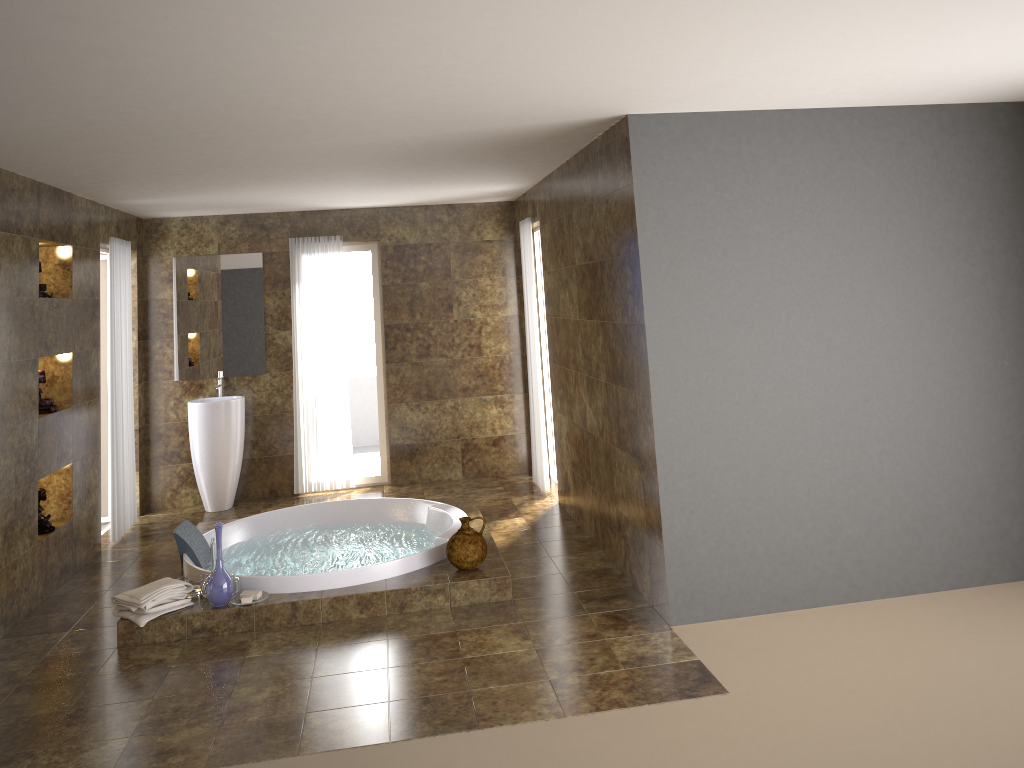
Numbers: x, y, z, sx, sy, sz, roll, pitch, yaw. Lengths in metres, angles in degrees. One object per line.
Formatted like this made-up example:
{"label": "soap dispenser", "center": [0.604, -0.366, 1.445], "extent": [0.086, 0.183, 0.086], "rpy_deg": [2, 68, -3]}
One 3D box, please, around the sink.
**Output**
{"label": "sink", "center": [-2.490, 0.479, 7.295], "extent": [0.459, 1.149, 0.428], "rpy_deg": [-3, -5, -6]}

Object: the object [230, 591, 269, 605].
{"label": "object", "center": [-1.369, 1.124, 4.514], "extent": [0.191, 0.019, 0.188], "rpy_deg": [-6, 6, -20]}

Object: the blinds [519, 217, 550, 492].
{"label": "blinds", "center": [0.169, -0.280, 7.341], "extent": [0.069, 2.303, 0.474], "rpy_deg": [-3, -7, -9]}

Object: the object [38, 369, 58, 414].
{"label": "object", "center": [-2.969, 0.042, 5.458], "extent": [0.175, 0.288, 0.109], "rpy_deg": [-3, -5, -9]}

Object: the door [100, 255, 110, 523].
{"label": "door", "center": [-3.789, 0.056, 7.074], "extent": [0.964, 2.253, 0.039], "rpy_deg": [-2, -7, -19]}

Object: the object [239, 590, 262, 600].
{"label": "object", "center": [-1.368, 1.106, 4.528], "extent": [0.100, 0.032, 0.061], "rpy_deg": [-3, 3, 6]}

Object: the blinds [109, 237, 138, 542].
{"label": "blinds", "center": [-3.023, -0.009, 6.726], "extent": [0.068, 2.303, 0.587], "rpy_deg": [-3, -6, -9]}

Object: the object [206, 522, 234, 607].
{"label": "object", "center": [-1.527, 0.935, 4.511], "extent": [0.136, 0.425, 0.133], "rpy_deg": [-4, -6, -1]}

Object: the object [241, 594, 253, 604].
{"label": "object", "center": [-1.365, 1.110, 4.458], "extent": [0.053, 0.034, 0.073], "rpy_deg": [-4, 3, -8]}

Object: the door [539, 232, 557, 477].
{"label": "door", "center": [0.751, -0.296, 7.615], "extent": [0.953, 2.253, 0.039], "rpy_deg": [-6, -7, 24]}

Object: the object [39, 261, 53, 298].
{"label": "object", "center": [-3.010, -0.670, 5.480], "extent": [0.152, 0.270, 0.120], "rpy_deg": [-3, -5, -9]}

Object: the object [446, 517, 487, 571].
{"label": "object", "center": [-0.256, 0.890, 4.835], "extent": [0.230, 0.278, 0.226], "rpy_deg": [-2, -2, -37]}

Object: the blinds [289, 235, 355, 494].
{"label": "blinds", "center": [-1.706, -0.200, 7.692], "extent": [0.520, 2.291, 0.066], "rpy_deg": [-3, -7, -9]}

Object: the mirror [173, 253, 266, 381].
{"label": "mirror", "center": [-2.590, -0.604, 7.646], "extent": [0.769, 1.104, 0.008], "rpy_deg": [-3, -7, -9]}

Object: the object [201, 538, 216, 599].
{"label": "object", "center": [-1.600, 0.983, 4.630], "extent": [0.130, 0.312, 0.127], "rpy_deg": [-4, -5, -1]}

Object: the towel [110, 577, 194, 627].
{"label": "towel", "center": [-1.866, 1.114, 4.486], "extent": [0.336, 0.151, 0.322], "rpy_deg": [-1, 4, 36]}

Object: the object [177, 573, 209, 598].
{"label": "object", "center": [-1.743, 1.099, 4.712], "extent": [0.170, 0.076, 0.168], "rpy_deg": [-6, 4, -27]}

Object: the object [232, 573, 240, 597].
{"label": "object", "center": [-1.487, 1.072, 4.624], "extent": [0.057, 0.117, 0.057], "rpy_deg": [-8, -6, 44]}

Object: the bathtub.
{"label": "bathtub", "center": [-1.140, 1.075, 5.461], "extent": [1.740, 0.527, 1.754], "rpy_deg": [-2, 5, 22]}

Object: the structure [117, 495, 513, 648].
{"label": "structure", "center": [-1.138, 1.083, 5.461], "extent": [2.008, 0.125, 1.994], "rpy_deg": [-5, 6, -9]}

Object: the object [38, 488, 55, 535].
{"label": "object", "center": [-2.912, 0.775, 5.344], "extent": [0.152, 0.277, 0.149], "rpy_deg": [-3, -4, -8]}
